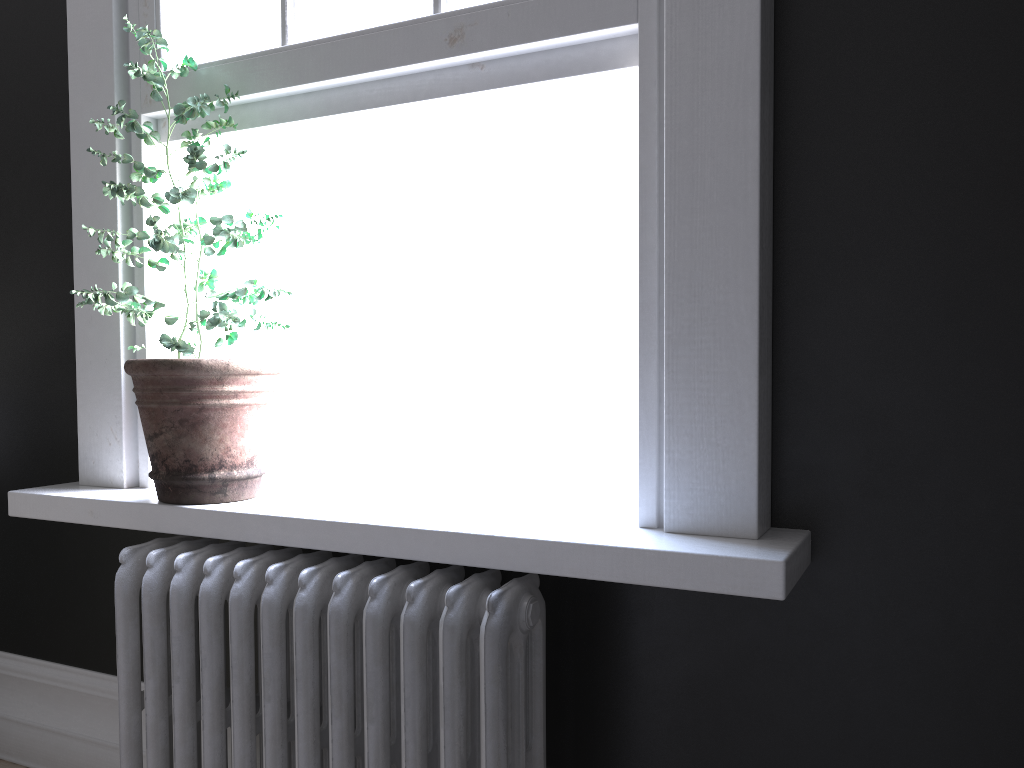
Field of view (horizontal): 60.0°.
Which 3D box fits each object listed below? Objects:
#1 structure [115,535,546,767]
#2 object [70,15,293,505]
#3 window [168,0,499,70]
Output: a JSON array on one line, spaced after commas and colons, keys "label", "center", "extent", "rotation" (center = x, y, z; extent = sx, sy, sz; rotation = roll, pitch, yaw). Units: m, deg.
[{"label": "structure", "center": [-0.421, 0.798, 1.944], "extent": [1.141, 0.849, 0.276], "rotation": [0, 2, 26]}, {"label": "object", "center": [-0.790, -0.284, 2.151], "extent": [0.505, 1.135, 0.474], "rotation": [-1, 2, -24]}, {"label": "window", "center": [-0.344, -1.226, 2.054], "extent": [1.263, 1.018, 0.056], "rotation": [0, 2, 26]}]
